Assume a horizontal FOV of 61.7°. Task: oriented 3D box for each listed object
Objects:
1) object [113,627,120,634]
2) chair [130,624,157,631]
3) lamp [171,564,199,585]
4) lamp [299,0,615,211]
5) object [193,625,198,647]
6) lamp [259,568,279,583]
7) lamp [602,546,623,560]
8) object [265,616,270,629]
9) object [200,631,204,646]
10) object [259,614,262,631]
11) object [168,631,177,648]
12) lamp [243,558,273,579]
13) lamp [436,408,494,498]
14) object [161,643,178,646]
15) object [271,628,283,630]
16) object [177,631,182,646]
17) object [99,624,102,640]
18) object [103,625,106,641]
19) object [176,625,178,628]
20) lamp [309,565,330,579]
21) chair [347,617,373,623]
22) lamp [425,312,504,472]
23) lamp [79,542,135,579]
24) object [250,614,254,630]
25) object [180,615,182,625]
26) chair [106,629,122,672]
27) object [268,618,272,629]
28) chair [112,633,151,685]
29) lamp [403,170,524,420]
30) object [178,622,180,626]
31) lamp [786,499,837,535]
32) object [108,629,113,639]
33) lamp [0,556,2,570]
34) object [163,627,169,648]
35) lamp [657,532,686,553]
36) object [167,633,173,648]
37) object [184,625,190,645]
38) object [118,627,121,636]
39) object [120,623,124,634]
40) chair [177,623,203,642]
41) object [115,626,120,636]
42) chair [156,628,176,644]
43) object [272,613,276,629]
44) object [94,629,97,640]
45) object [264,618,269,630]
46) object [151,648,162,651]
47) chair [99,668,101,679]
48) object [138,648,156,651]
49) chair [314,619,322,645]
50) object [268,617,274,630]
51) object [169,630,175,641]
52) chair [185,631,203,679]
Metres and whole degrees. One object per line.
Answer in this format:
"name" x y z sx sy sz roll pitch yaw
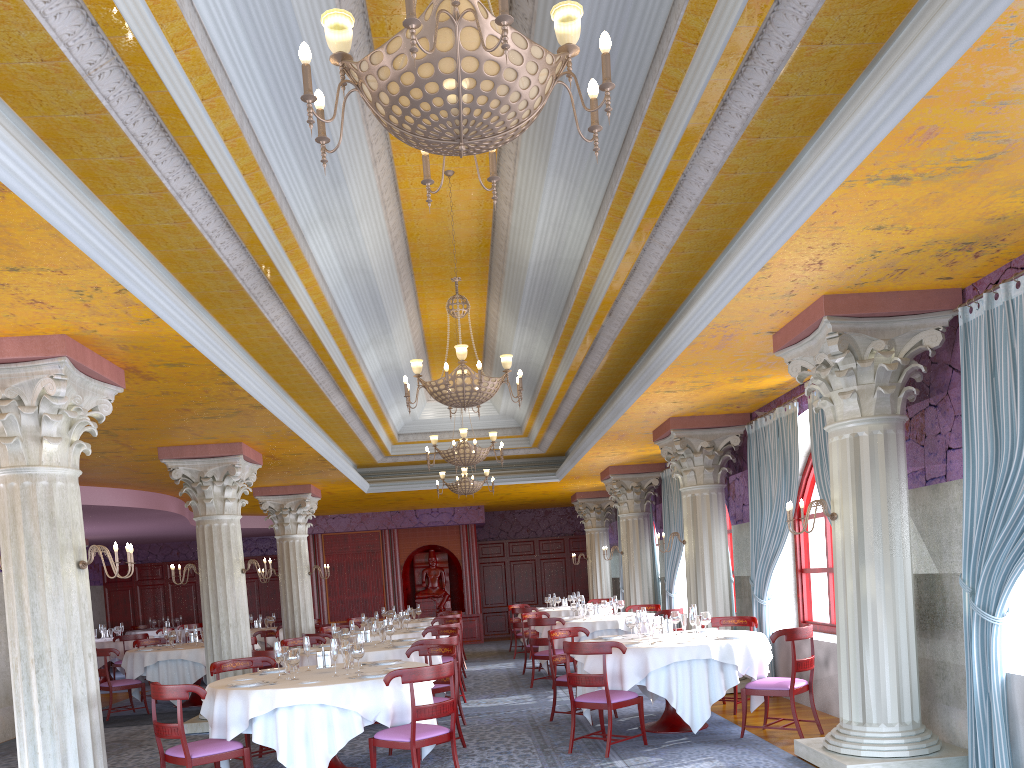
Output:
"object" -8.388 5.288 18.176 0.123 0.264 0.122 -4 0 10
"chair" -10.079 7.193 23.646 0.653 1.092 0.744 -5 -3 42
"lamp" -4.316 2.522 11.372 0.380 0.273 0.347 -2 -7 -16
"lamp" -0.247 -1.891 2.981 0.968 2.180 0.950 -4 0 42
"object" -4.995 3.982 13.537 0.074 0.336 0.073 -3 2 33
"lamp" -4.564 3.600 16.091 0.380 0.273 0.347 -2 -7 -16
"lamp" 1.915 3.238 16.413 0.380 0.273 0.347 -2 -7 -16
"object" -5.259 5.150 18.492 0.123 0.264 0.122 -4 0 10
"object" -4.911 4.049 13.640 0.086 0.238 0.085 -4 1 22
"object" -5.218 4.954 17.792 0.074 0.336 0.073 -3 2 33
"object" -5.344 4.033 13.501 0.123 0.264 0.122 -4 0 10
"lamp" -3.360 2.445 11.315 0.380 0.273 0.347 -2 -7 -16
"lamp" -0.906 0.982 15.561 0.968 2.180 0.950 -4 0 42
"object" -5.753 4.378 14.385 0.312 0.024 0.320 -3 -13 -3
"object" -4.834 5.043 17.618 0.312 0.024 0.320 -3 -13 -3
"object" -5.466 4.189 14.099 0.086 0.238 0.085 -3 1 44
"object" -8.955 5.400 18.660 0.074 0.336 0.073 -4 2 -12
"object" -8.560 5.225 17.999 0.074 0.336 0.073 -4 2 -12
"object" -9.056 6.455 23.168 0.123 0.264 0.121 -4 0 33
"lamp" -3.609 3.533 16.081 0.380 0.273 0.347 -2 -7 -16
"chair" -3.111 5.503 18.211 0.653 1.092 0.744 -5 -3 42
"lamp" -0.700 0.085 11.632 0.968 2.180 0.950 -4 0 42
"lamp" -3.111 1.359 6.561 0.380 0.273 0.347 -2 -7 -16
"object" -5.613 5.129 18.453 0.074 0.336 0.073 -3 2 33
"object" -8.883 6.370 22.995 0.074 0.336 0.073 -4 2 -12
"chair" -9.989 6.798 21.918 0.757 1.092 0.642 -6 -3 42
"object" -5.183 5.138 18.402 0.086 0.238 0.085 -3 1 44
"chair" -7.808 5.666 17.534 0.653 1.092 0.744 -5 -3 42
"lamp" -0.491 -0.827 7.637 0.968 2.180 0.950 -4 0 42
"object" -8.981 6.443 23.078 0.085 0.238 0.086 -4 1 -23
"lamp" 2.411 1.074 6.939 0.380 0.273 0.347 -2 -7 -16
"object" -8.477 5.291 18.102 0.086 0.238 0.085 -4 1 -1
"lamp" -4.067 1.436 6.618 0.380 0.273 0.347 -2 -7 -16
"object" -5.521 4.048 13.670 0.074 0.336 0.073 -3 2 33
"lamp" 2.162 2.160 11.693 0.380 0.273 0.347 -2 -7 -16
"object" -5.417 4.072 13.592 0.085 0.238 0.086 -4 1 -23
"object" -5.390 4.157 14.197 0.074 0.336 0.073 -3 2 33
"object" -8.526 5.408 18.609 0.086 0.238 0.085 -4 1 22
"object" -8.428 5.334 18.526 0.074 0.336 0.073 -4 2 -12
"chair" -8.263 6.701 22.003 0.653 1.092 0.744 -5 -3 42
"object" -8.601 5.420 18.699 0.122 0.264 0.123 -4 0 -12
"chair" -7.898 6.061 19.263 0.757 1.092 0.642 -6 -3 42
"object" -5.086 5.064 18.319 0.074 0.336 0.073 -3 2 33
"object" -9.032 5.431 18.561 0.085 0.238 0.086 -4 1 -23
"object" -5.134 5.020 17.895 0.086 0.238 0.085 -4 1 22
"object" -5.512 4.095 13.189 0.257 0.019 0.056 8 -16 -43
"chair" -9.624 6.157 19.177 0.653 1.092 0.744 -5 -3 42
"object" -5.691 4.131 13.304 0.312 0.024 0.320 -3 -13 -3
"chair" -4.556 5.790 19.056 0.757 1.092 0.642 -6 -3 42
"object" -5.045 5.018 17.969 0.122 0.264 0.123 -4 0 -12
"object" -5.557 4.165 14.024 0.123 0.264 0.122 -4 0 10
"chair" -6.191 5.492 17.242 0.757 1.092 0.642 -6 -3 42
